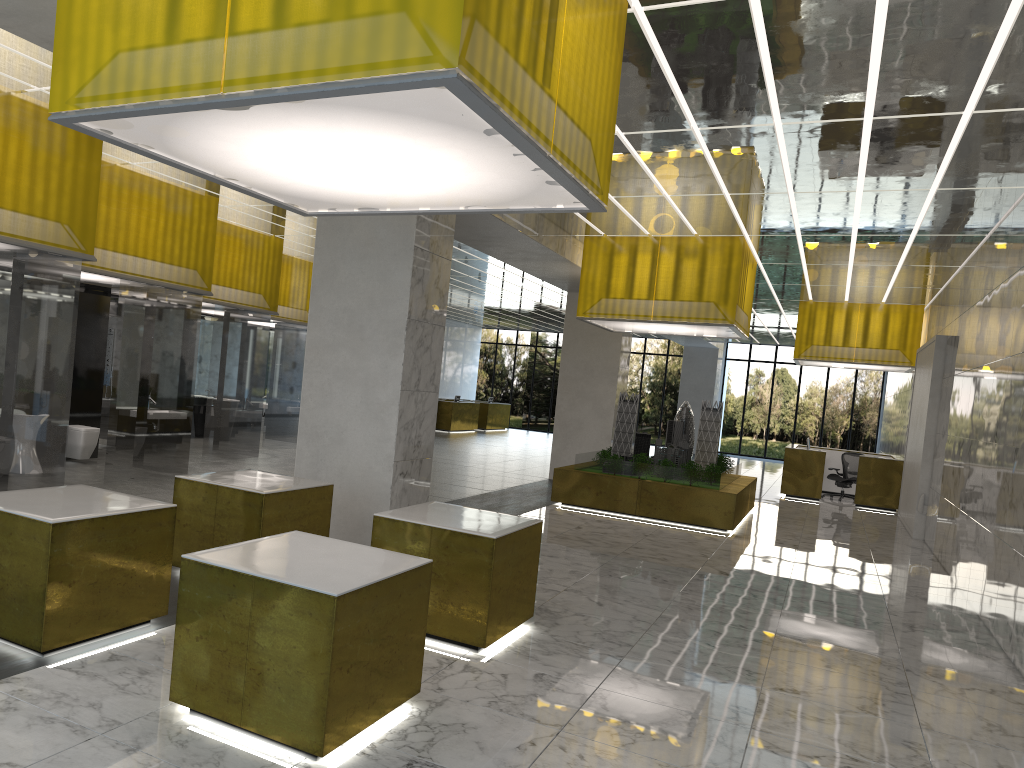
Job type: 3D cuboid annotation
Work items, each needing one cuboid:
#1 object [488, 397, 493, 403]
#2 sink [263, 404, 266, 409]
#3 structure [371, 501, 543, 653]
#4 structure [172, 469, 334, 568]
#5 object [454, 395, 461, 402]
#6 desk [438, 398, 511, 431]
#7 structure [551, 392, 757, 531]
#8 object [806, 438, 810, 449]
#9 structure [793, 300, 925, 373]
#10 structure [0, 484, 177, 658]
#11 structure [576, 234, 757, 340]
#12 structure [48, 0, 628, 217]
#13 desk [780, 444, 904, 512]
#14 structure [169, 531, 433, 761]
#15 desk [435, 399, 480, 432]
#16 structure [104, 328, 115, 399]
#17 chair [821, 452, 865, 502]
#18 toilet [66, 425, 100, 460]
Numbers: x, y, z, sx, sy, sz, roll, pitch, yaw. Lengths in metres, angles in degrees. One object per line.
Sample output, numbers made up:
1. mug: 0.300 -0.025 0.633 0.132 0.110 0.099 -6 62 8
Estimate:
1. object: -1.305 1.068 47.791 0.573 0.668 0.721 6 1 23
2. sink: -8.792 0.760 31.730 0.910 1.054 1.333 6 1 23
3. structure: -0.587 1.974 8.945 1.422 1.175 1.386 6 1 25
4. structure: -3.137 1.737 10.321 1.422 1.175 1.386 6 1 25
5. object: -2.934 0.908 43.456 0.573 0.668 0.720 6 1 24
6. desk: -2.204 1.707 48.241 3.352 1.510 3.345 6 0 24
7. structure: 3.626 1.576 20.241 4.031 2.573 4.946 6 0 24
8. object: 9.426 2.040 26.782 0.573 0.668 0.720 6 1 24
9. structure: 10.579 -1.665 26.218 3.392 2.272 2.993 6 1 25
10. structure: -4.091 1.643 7.783 1.422 1.175 1.386 6 1 25
11. structure: 3.531 -2.338 18.981 3.392 2.272 3.115 6 1 25
12. structure: -1.114 -2.794 6.618 3.391 2.272 3.114 6 1 25
13. desk: 10.169 2.832 26.346 3.352 1.510 3.345 6 0 24
14. structure: -1.543 1.880 6.402 1.422 1.175 1.386 6 1 25
15. desk: -3.819 1.548 43.943 3.352 1.510 3.345 6 0 24
16. structure: -10.175 -0.520 21.262 0.388 1.792 0.381 7 2 25
17. chair: 10.239 2.832 26.151 0.970 1.495 1.190 4 2 -42
18. toilet: -9.494 1.278 18.693 0.876 0.695 0.489 6 1 26
